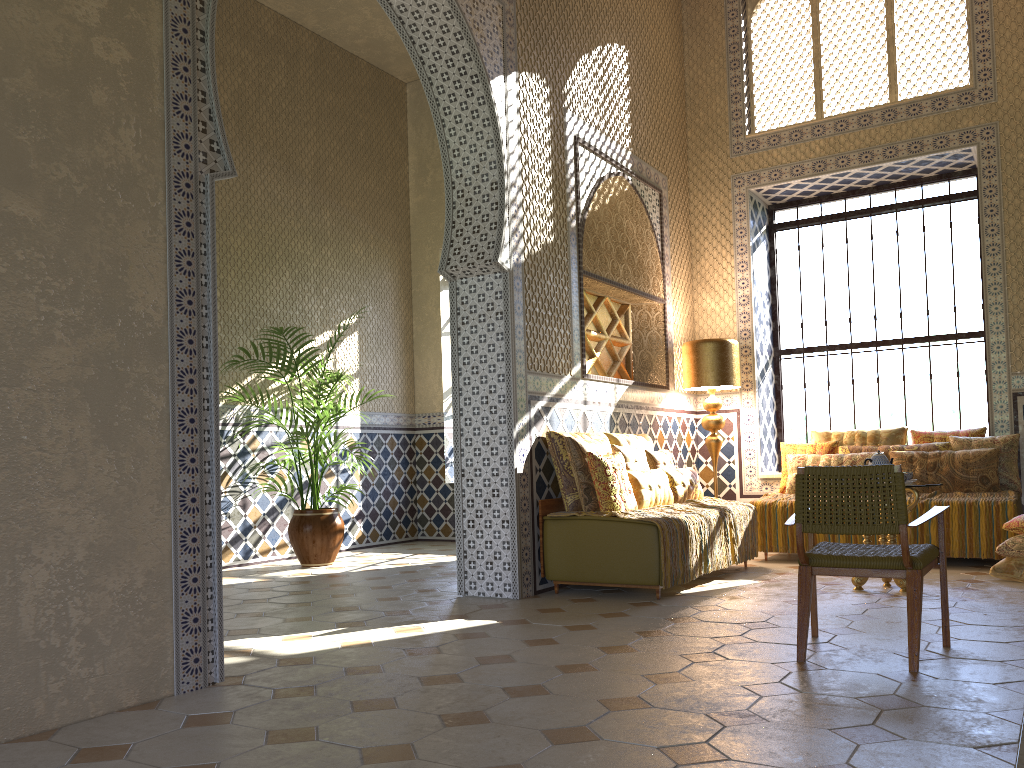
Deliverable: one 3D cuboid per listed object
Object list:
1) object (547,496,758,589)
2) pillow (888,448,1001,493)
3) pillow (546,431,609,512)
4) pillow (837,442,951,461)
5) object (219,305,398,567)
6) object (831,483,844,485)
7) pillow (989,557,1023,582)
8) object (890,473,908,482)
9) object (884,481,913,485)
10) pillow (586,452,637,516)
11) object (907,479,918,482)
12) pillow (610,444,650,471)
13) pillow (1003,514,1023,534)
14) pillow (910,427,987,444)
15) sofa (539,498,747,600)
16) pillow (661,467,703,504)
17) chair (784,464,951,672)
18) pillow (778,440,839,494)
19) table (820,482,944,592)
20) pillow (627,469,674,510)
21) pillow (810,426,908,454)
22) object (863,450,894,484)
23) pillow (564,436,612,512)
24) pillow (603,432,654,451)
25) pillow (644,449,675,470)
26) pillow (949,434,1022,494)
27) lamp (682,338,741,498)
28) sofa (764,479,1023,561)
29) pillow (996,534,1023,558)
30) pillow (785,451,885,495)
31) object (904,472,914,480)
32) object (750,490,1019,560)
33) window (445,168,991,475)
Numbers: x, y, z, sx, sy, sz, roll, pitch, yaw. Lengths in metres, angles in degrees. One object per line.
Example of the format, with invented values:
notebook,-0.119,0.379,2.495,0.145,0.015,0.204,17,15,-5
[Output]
object,1.603,1.620,9.416,1.316,0.716,2.890,-4,-6,32
pillow,5.024,1.036,10.329,1.193,0.545,0.329,-5,-4,32
pillow,0.791,0.903,9.219,0.423,0.830,1.194,-3,-4,32
pillow,4.647,1.037,10.822,1.343,0.614,0.371,-5,-4,32
object,-2.757,0.652,11.769,2.260,3.545,2.756,-4,-4,35
object,3.141,0.954,8.505,0.256,0.032,0.256,-3,-5,11
pillow,5.357,1.777,8.520,1.043,0.367,0.994,1,-6,-33
object,3.470,0.858,7.966,0.183,0.100,0.184,-4,-5,28
object,3.471,0.896,7.966,0.256,0.032,0.256,-4,-6,28
pillow,0.993,0.982,8.659,0.345,0.650,0.686,-3,-4,31
object,3.766,0.938,8.530,0.256,0.032,0.256,-3,-5,11
pillow,1.304,0.990,9.511,0.341,0.692,0.742,-3,-4,32
pillow,5.332,1.367,8.520,0.747,0.310,0.806,0,-5,-24
pillow,5.301,0.934,10.765,0.857,0.799,0.393,-4,-3,32
sofa,1.557,1.634,9.458,1.275,0.935,2.854,-4,-5,32
pillow,1.935,1.182,10.116,0.271,0.449,0.984,-3,-5,32
chair,2.266,1.121,5.718,0.952,1.207,0.908,-4,-4,32
pillow,3.802,1.082,11.374,0.742,0.692,0.341,-4,-3,32
table,3.457,1.431,8.298,1.100,0.978,1.104,0,-4,-29
pillow,1.439,1.125,9.322,0.271,0.449,0.984,-3,-5,32
pillow,4.391,0.977,11.265,1.194,0.830,0.423,-4,-4,32
object,3.462,0.785,8.352,0.273,0.323,0.199,-3,-3,21
pillow,0.844,0.916,8.922,0.384,0.778,0.835,-3,-4,32
pillow,1.425,0.975,10.234,0.423,0.830,1.194,-3,-4,32
pillow,1.730,1.068,10.191,0.314,0.636,0.682,-3,-4,32
pillow,5.504,0.934,10.312,0.742,0.692,0.341,-4,-3,32
lamp,2.663,0.841,11.658,0.737,2.808,0.738,-2,-2,1
sofa,4.484,1.650,10.625,2.854,0.935,1.275,-5,-5,32
pillow,5.330,1.577,8.529,0.880,0.346,0.934,2,-6,-38
pillow,3.985,1.126,10.977,1.193,0.545,0.329,-5,-4,32
object,3.765,0.900,8.530,0.184,0.100,0.183,-3,-5,21
object,4.417,1.641,10.593,2.890,0.716,1.316,-5,-5,32
window,2.482,-0.559,13.501,8.495,3.981,0.574,-4,-3,28
